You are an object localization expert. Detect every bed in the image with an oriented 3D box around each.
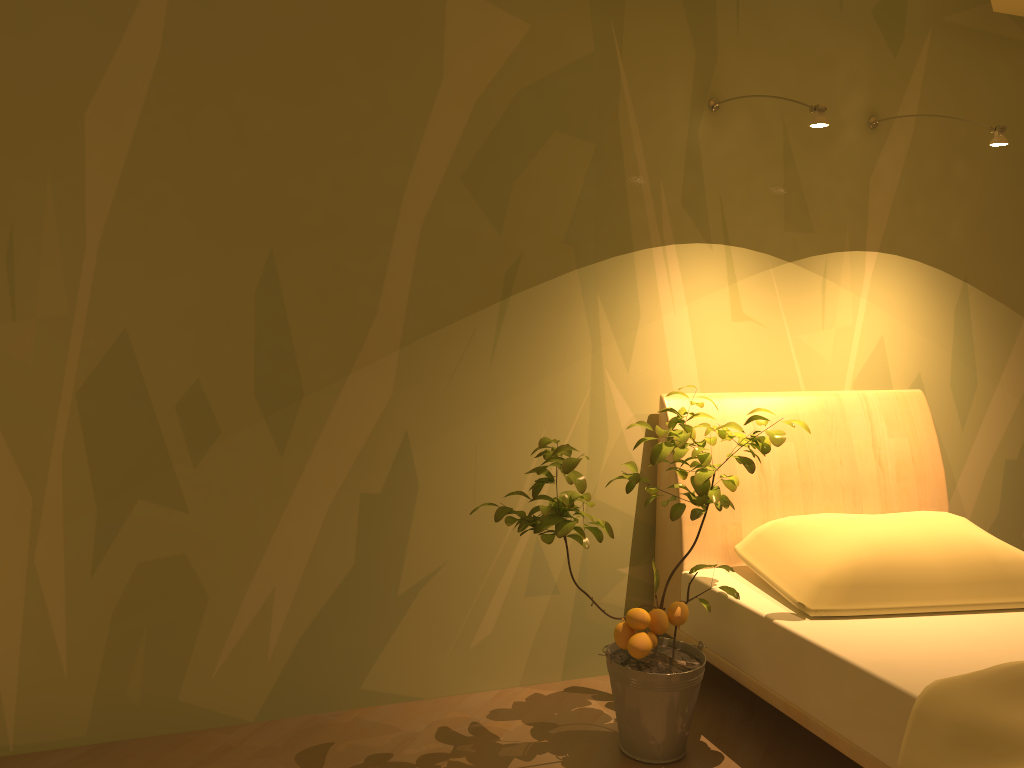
[{"bbox_3d":[1.310,0.560,1.834,1.286,0.894,2.378,-1,5,-20],"label":"bed"}]

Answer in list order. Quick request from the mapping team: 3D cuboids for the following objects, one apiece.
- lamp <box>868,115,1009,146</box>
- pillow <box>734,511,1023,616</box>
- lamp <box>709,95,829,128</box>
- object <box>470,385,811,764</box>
[{"bbox_3d":[1.302,-0.787,2.736,0.050,0.178,0.533,-1,5,-20],"label":"lamp"},{"bbox_3d":[1.085,0.492,2.490,0.801,0.213,0.482,0,4,-10],"label":"pillow"},{"bbox_3d":[0.720,-0.780,2.528,0.050,0.178,0.533,-1,5,-20],"label":"lamp"},{"bbox_3d":[0.311,0.487,2.241,0.828,0.944,0.372,-1,5,-26],"label":"object"}]
